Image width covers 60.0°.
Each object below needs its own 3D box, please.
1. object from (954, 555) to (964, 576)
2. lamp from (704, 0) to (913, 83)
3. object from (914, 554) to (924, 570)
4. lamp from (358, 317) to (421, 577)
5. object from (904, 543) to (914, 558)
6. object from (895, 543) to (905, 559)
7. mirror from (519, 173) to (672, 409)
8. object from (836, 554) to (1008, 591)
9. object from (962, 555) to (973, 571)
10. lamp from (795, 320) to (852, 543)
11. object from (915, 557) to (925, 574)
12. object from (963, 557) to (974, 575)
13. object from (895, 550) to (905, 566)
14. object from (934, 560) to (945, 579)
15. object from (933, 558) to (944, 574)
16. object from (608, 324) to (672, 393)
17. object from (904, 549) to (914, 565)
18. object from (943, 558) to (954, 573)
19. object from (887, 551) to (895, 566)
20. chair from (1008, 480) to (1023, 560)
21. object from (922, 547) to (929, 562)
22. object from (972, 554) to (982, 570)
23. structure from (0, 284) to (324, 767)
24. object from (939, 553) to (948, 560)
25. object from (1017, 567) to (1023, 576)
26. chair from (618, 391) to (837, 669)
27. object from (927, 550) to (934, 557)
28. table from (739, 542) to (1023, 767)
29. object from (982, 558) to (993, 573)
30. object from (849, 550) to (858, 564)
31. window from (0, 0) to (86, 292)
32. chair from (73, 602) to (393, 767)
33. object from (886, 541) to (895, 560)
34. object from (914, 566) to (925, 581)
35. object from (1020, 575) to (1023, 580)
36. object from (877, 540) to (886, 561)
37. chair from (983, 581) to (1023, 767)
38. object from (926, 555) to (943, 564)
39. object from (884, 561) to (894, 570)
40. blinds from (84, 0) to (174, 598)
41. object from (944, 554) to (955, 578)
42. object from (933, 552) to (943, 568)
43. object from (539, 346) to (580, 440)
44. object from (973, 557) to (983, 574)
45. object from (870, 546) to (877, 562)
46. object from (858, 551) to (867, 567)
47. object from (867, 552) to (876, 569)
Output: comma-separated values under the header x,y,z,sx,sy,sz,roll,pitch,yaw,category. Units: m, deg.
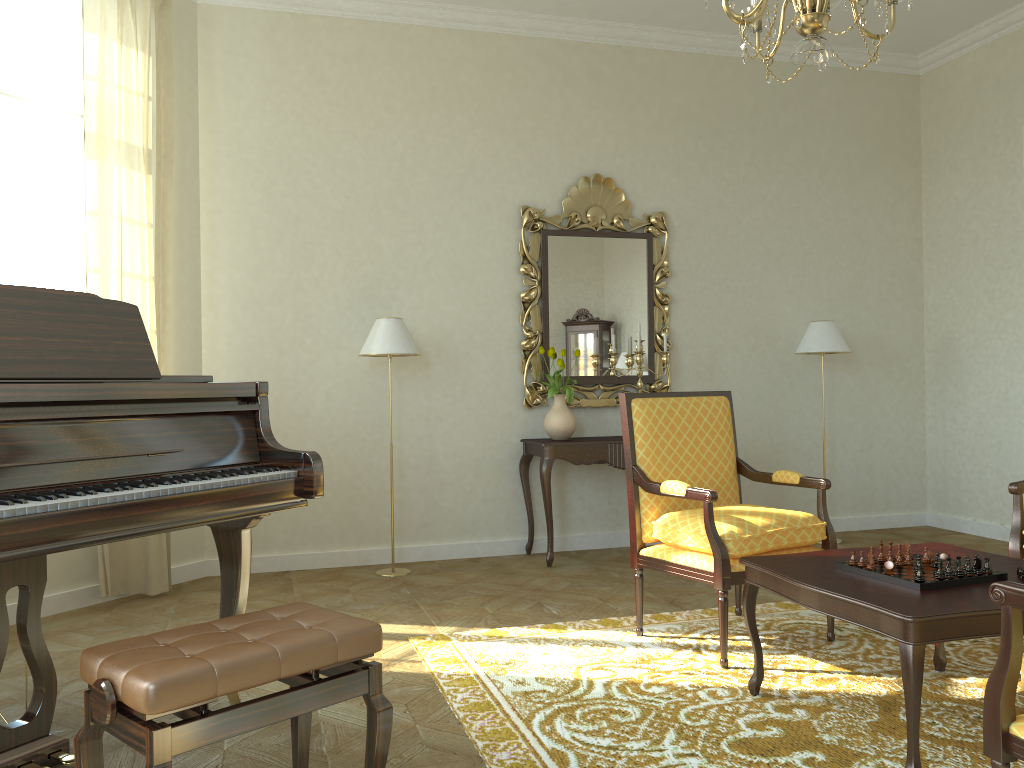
x,y,z,sx,sy,sz,roll,pitch,yaw,category
1.394,0.566,2.767,0.030,0.064,0.030,-1,0,31,object
0.933,-1.749,2.793,0.661,1.466,0.662,-1,0,43,lamp
1.315,0.574,2.864,0.030,0.050,0.030,-1,0,31,object
-0.735,0.375,5.404,0.380,1.552,0.380,-1,0,-21,lamp
1.367,0.573,3.057,0.030,0.052,0.030,-1,0,31,object
1.330,0.572,3.042,0.030,0.055,0.030,-1,0,31,object
0.584,-0.643,6.086,1.117,1.612,0.082,-1,0,-16,mirror
1.325,0.608,2.890,0.360,0.021,0.360,-1,0,-21,object
1.454,0.572,2.833,0.030,0.050,0.030,-1,0,31,object
2.202,0.332,6.259,0.381,1.552,0.381,-1,0,-16,lamp
1.293,0.574,2.811,0.030,0.050,0.030,-1,0,31,object
1.431,0.570,2.781,0.030,0.055,0.030,-1,0,31,object
1.284,0.575,2.939,0.030,0.050,0.030,-1,0,31,object
1.319,0.571,2.738,0.030,0.055,0.030,-1,0,31,object
1.342,0.572,2.790,0.030,0.052,0.030,-1,0,1,object
0.852,-0.024,5.903,0.320,0.757,0.320,-1,0,-36,object
1.320,0.574,2.951,0.030,0.050,0.030,-1,0,31,object
1.380,0.573,2.804,0.030,0.050,0.030,-1,0,31,object
1.248,0.575,2.926,0.030,0.050,0.030,-1,0,31,object
2.452,0.551,3.479,0.671,1.083,0.730,-1,0,-34,chair
1.395,0.573,2.986,0.030,0.050,0.030,-1,0,31,object
1.491,0.571,2.847,0.030,0.050,0.030,-1,0,31,object
-1.820,0.441,2.838,1.856,1.439,1.514,-1,0,29,structure
1.511,0.601,3.089,0.030,0.030,0.052,-1,0,40,object
1.642,0.599,2.833,0.052,0.030,0.030,-1,0,11,object
0.946,0.575,3.900,0.730,1.083,0.671,-1,0,-32,chair
1.478,0.602,3.143,0.030,0.030,0.047,-1,0,21,object
1.364,0.865,2.908,0.932,0.494,0.922,-1,0,-15,table
1.506,0.574,2.810,0.030,0.044,0.030,-1,0,31,object
1.144,0.580,2.970,0.030,0.044,0.030,-1,0,31,object
-2.755,-0.946,4.442,0.181,2.550,1.400,-1,0,29,window
-0.633,0.859,2.064,0.385,0.563,0.638,-1,0,44,chair
1.293,0.568,3.028,0.030,0.064,0.030,-1,0,31,object
1.245,0.578,2.709,0.030,0.044,0.030,-1,0,31,object
1.603,0.599,2.765,0.030,0.030,0.052,-1,0,-6,object
1.255,0.566,3.013,0.030,0.069,0.030,-1,0,31,object
1.745,0.557,1.807,1.389,1.083,0.680,-1,0,-17,chair
1.398,0.582,2.939,0.052,0.030,0.030,-1,0,30,object
1.229,0.585,2.876,0.030,0.030,0.052,-1,0,35,object
-2.059,-0.542,4.786,0.159,3.381,0.552,-1,0,32,blinds
1.357,0.563,2.752,0.030,0.069,0.030,-1,0,31,object
1.388,0.573,2.892,0.030,0.050,0.030,-1,0,31,object
0.307,0.058,5.743,0.264,0.609,0.242,-1,0,14,object
1.469,0.570,2.796,0.030,0.052,0.030,-1,0,31,object
1.218,0.573,2.999,0.030,0.055,0.030,-1,0,31,object
1.158,0.577,2.932,0.030,0.050,0.030,-1,0,31,object
1.173,0.575,2.895,0.030,0.052,0.030,-1,0,31,object
